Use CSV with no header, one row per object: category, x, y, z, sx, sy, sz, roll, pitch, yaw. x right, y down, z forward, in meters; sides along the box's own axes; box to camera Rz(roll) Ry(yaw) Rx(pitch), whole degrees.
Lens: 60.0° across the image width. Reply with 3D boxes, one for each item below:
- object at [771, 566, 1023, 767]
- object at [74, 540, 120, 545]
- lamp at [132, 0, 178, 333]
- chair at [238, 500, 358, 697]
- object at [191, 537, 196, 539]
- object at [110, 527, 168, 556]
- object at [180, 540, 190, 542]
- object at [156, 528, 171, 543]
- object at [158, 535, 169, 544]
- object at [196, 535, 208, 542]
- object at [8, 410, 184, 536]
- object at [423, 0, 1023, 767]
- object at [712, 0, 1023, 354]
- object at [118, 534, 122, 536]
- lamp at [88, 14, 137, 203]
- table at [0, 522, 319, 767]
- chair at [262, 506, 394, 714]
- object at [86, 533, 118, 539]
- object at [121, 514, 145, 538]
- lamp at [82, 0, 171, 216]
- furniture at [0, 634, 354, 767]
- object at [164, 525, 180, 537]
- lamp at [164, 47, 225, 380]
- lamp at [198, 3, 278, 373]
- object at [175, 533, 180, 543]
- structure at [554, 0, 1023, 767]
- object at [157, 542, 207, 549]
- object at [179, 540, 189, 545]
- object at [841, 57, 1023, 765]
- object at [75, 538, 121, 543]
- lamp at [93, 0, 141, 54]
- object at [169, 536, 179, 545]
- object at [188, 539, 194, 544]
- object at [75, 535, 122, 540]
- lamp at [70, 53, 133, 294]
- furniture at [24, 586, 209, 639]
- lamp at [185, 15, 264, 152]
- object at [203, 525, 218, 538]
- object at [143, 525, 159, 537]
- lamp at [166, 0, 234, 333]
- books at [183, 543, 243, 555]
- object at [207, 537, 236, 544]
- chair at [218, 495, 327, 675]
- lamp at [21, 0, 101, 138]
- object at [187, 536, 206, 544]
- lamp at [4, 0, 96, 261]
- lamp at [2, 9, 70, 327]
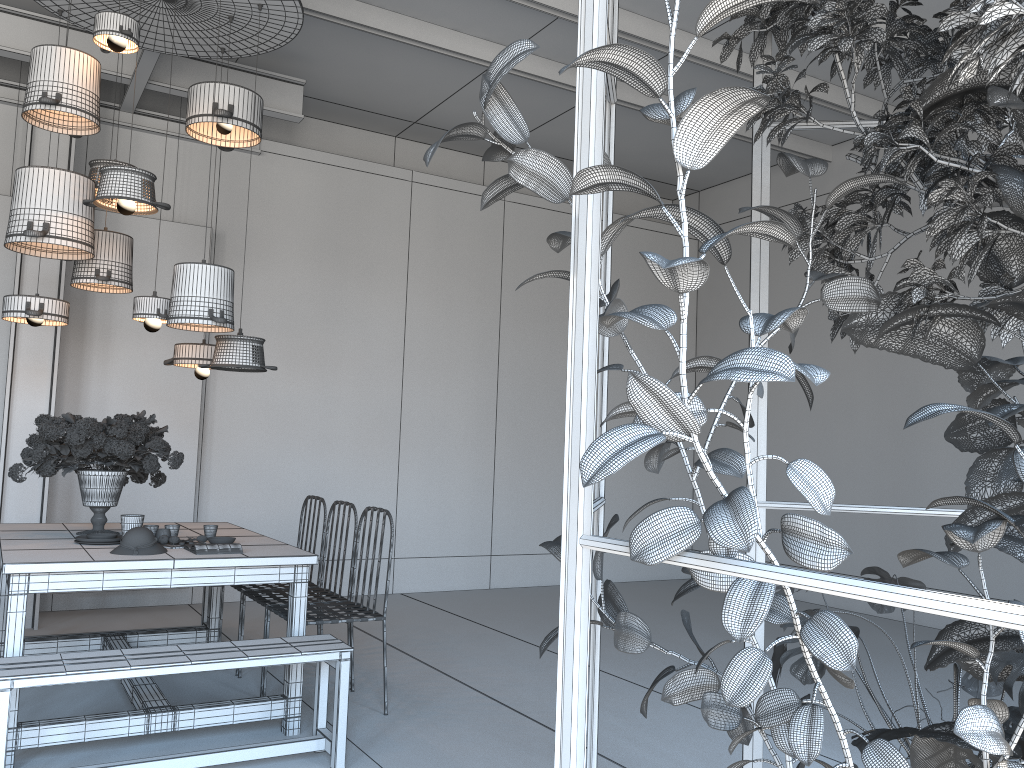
object,1.017,1.006,2.213,0.920,1.001,1.125,5,-5,-33
object,-1.923,0.741,4.157,0.236,0.015,0.236,-1,-5,32
lamp,-1.839,-1.180,4.691,0.253,1.831,0.202,2,-5,8
chair,-1.162,1.128,4.833,0.488,0.975,0.474,5,-5,-30
object,-1.549,0.785,4.519,0.174,0.014,0.021,5,-6,-35
object,-1.630,0.728,3.867,0.236,0.211,0.260,3,-5,-12
object,-1.554,0.743,4.198,0.021,0.019,0.174,5,-5,-33
object,-1.646,0.716,4.186,0.065,0.064,0.065,-2,-6,44
object,-1.618,0.724,4.124,0.045,0.045,0.051,-1,-6,37
object,-1.557,0.760,4.375,0.121,0.037,0.054,-1,-6,38
object,-2.128,0.441,4.540,0.782,0.654,0.697,5,-5,-28
object,0.525,0.350,1.639,1.309,2.183,1.253,4,-5,-20
object,1.155,-0.637,1.421,2.243,4.154,2.486,-1,-5,31
object,-1.871,0.762,4.410,0.182,0.016,0.179,4,-5,-26
lamp,-2.201,-1.543,4.959,0.301,1.094,0.359,3,-5,-12
table,-1.869,1.179,4.413,1.239,0.819,1.784,5,-5,-30
chair,-0.909,1.103,4.406,0.488,0.975,0.474,5,-5,-30
object,-1.936,0.725,4.185,0.135,0.029,0.135,6,-6,-38
object,-1.742,0.674,4.060,0.102,0.146,0.102,0,-5,25
lamp,-1.859,-1.470,4.379,0.359,1.306,0.301,6,-6,-37
furniture,-1.258,1.262,3.360,1.260,0.478,0.300,5,-5,-30
object,-1.634,0.717,4.260,0.071,0.076,0.071,3,-5,-5
lamp,-1.791,-1.032,5.301,0.404,2.026,0.323,4,-5,-27
lamp,-1.407,-1.073,4.750,0.359,2.004,0.301,5,-5,-32
object,-1.582,0.725,4.168,0.044,0.050,0.043,3,-5,-13
structure,1.588,-0.229,1.483,2.452,3.454,2.994,5,-5,-30
object,-1.617,0.757,4.205,0.335,0.012,0.213,-1,-6,36
object,-1.548,0.747,4.210,0.024,0.015,0.249,3,-5,-11
object,1.162,0.376,1.790,0.868,2.157,1.270,2,-5,0
object,-1.932,0.735,4.159,0.211,0.024,0.211,3,-5,-11
lamp,-1.868,-1.855,4.225,0.253,0.564,0.202,2,-5,8
object,-1.569,0.725,4.116,0.043,0.043,0.044,-1,-5,31
object,-1.523,0.746,4.209,0.024,0.017,0.249,4,-5,-21
object,-1.932,0.729,4.160,0.211,0.024,0.211,1,-5,12
lamp,-2.272,-1.309,5.037,0.322,1.553,0.364,1,-5,15
furniture,-2.475,1.385,5.471,1.260,0.478,0.300,5,-5,-30
lamp,-1.587,-1.720,4.948,0.505,0.687,0.403,-1,-6,38
object,-1.517,0.749,4.461,0.071,0.076,0.071,1,-5,17
object,-1.715,0.710,4.209,0.071,0.076,0.071,5,-5,-33
lamp,-1.467,-1.187,4.348,0.312,1.845,0.352,3,-5,-5
books,-1.349,0.736,4.003,0.202,0.041,0.249,5,-5,-32
object,-1.413,0.764,4.316,0.133,0.029,0.133,1,-5,17
chair,-1.421,1.153,5.271,0.488,0.975,0.474,5,-5,-30
lamp,-2.176,-1.702,4.351,0.346,0.870,0.392,-1,-5,30
object,-1.504,0.743,4.221,0.173,0.026,0.021,-2,-6,44
lamp,-2.341,-1.399,4.604,0.415,1.447,0.470,-1,-5,30
lamp,-2.567,-1.207,4.906,0.404,1.798,0.323,0,-5,28
